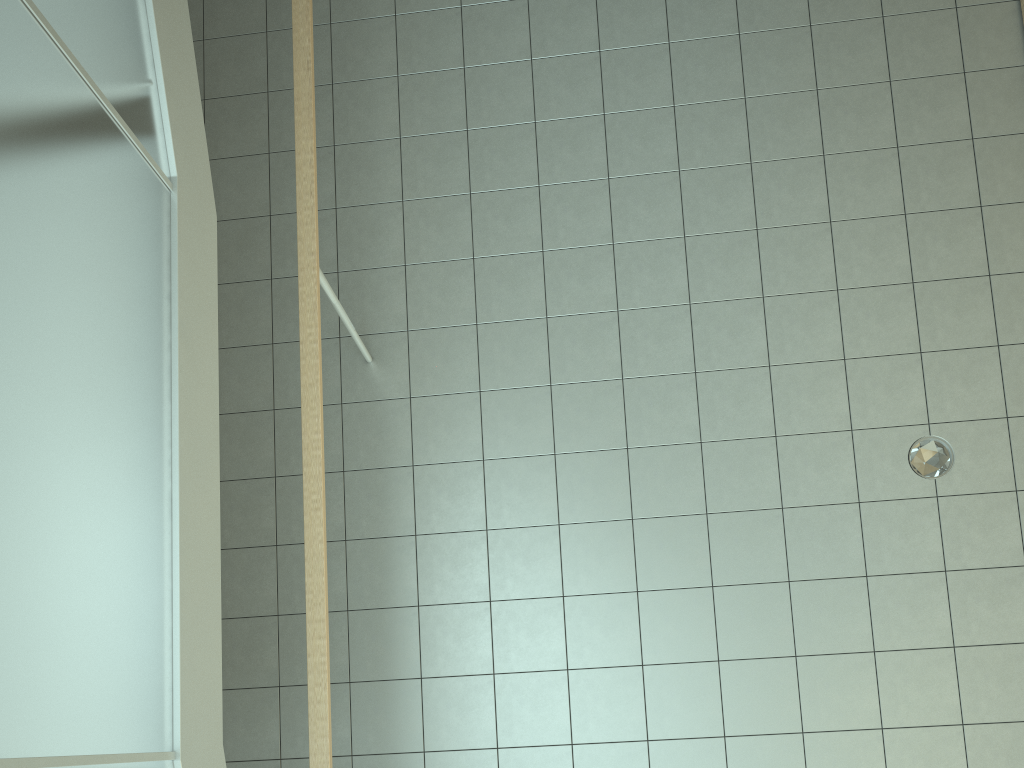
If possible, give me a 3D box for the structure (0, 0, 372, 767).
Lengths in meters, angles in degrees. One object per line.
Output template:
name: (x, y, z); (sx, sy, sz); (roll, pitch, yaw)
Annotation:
structure: (-1.721, -0.396, 2.146); (1.889, 4.459, 12.066); (-4, 81, 4)
